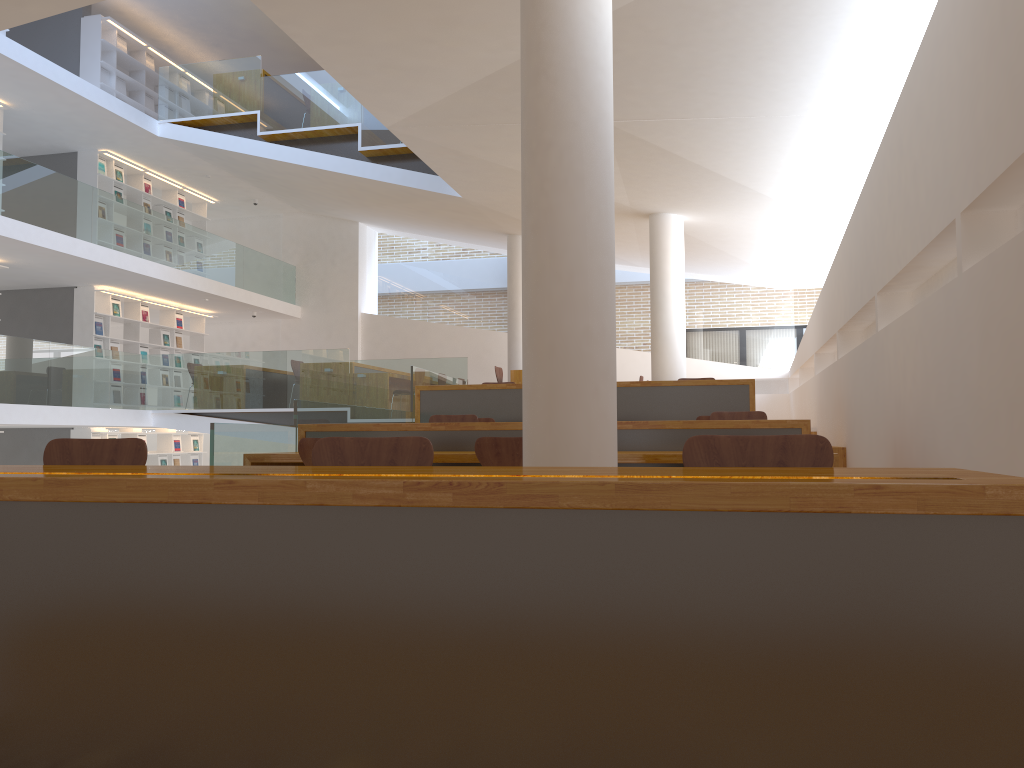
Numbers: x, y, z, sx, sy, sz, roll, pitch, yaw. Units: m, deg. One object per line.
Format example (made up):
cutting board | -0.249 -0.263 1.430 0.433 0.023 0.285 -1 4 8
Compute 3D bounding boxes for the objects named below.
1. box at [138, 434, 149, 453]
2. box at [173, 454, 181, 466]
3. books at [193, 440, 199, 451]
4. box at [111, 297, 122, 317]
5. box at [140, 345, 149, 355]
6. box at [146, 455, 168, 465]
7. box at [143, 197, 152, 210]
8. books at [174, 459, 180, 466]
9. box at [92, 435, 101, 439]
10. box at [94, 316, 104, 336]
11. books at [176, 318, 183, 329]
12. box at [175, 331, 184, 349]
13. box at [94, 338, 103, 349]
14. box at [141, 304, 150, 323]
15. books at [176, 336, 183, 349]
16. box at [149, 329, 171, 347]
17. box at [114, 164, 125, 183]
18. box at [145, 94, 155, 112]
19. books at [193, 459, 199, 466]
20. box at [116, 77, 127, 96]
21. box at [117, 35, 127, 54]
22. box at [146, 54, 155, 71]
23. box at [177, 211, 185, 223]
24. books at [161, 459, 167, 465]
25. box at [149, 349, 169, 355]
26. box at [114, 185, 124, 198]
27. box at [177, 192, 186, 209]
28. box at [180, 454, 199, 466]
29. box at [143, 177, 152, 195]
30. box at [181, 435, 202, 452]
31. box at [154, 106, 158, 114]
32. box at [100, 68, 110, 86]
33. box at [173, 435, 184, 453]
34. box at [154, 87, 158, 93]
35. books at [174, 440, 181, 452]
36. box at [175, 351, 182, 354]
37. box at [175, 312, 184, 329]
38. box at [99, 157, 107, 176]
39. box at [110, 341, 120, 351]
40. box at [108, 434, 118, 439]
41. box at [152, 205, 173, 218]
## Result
box | -5.914 0.945 13.981 0.274 0.296 0.245 -1 -4 14
box | -5.697 1.327 14.855 0.274 0.296 0.245 -1 -4 14
books | -5.474 1.069 15.361 0.037 0.210 0.145 -1 -4 14
box | -6.086 -1.150 13.448 0.274 0.296 0.245 -1 -4 14
box | -5.918 -0.454 14.087 0.274 0.296 0.245 -1 -4 14
box | -5.783 1.307 14.504 0.274 0.296 0.245 -1 -4 14
box | -5.933 -2.825 14.214 0.274 0.296 0.245 -1 -4 14
books | -5.599 1.358 14.821 0.037 0.210 0.145 -1 -4 14
box | -6.164 0.888 12.961 0.274 0.296 0.245 -1 -4 14
box | -6.174 -0.844 13.059 0.274 0.296 0.245 -1 -4 14
books | -5.610 -1.004 14.965 0.037 0.210 0.145 -1 -4 14
box | -5.707 -0.730 14.980 0.274 0.296 0.245 -1 -4 14
box | -6.171 -0.516 13.045 0.274 0.296 0.245 -1 -4 14
box | -5.924 -1.112 14.105 0.274 0.296 0.245 -1 -4 14
books | -5.609 -0.690 14.946 0.037 0.210 0.145 -1 -4 14
box | -5.792 -0.750 14.629 0.274 0.296 0.245 -1 -4 14
box | -6.096 -3.193 13.572 0.274 0.296 0.245 -1 -4 14
box | -5.937 -4.508 14.334 0.274 0.296 0.245 -1 -4 14
books | -5.469 1.405 15.340 0.037 0.210 0.145 -1 -4 14
box | -6.102 -4.549 13.656 0.274 0.296 0.245 -1 -4 14
box | -6.105 -5.204 13.694 0.274 0.296 0.245 -1 -4 14
box | -5.943 -5.166 14.352 0.274 0.296 0.245 -1 -4 14
box | -5.717 -2.773 15.104 0.274 0.296 0.245 -1 -4 14
books | -5.682 1.337 14.481 0.037 0.210 0.145 -1 -4 14
box | -5.791 -0.423 14.609 0.274 0.296 0.245 -1 -4 14
box | -6.094 -2.867 13.554 0.274 0.296 0.245 -1 -4 14
box | -5.718 -3.100 15.124 0.274 0.296 0.245 -1 -4 14
box | -5.573 1.357 15.365 0.274 0.296 0.245 -1 -4 14
box | -5.934 -3.155 14.229 0.274 0.296 0.245 -1 -4 14
box | -5.575 1.029 15.385 0.274 0.296 0.245 -1 -4 14
box | -5.810 -4.477 14.855 0.274 0.296 0.245 -1 -4 14
box | -6.191 -4.570 13.291 0.274 0.296 0.245 -1 -4 14
box | -5.699 1.000 14.875 0.274 0.296 0.245 -1 -4 14
box | -5.812 -4.805 14.875 0.274 0.296 0.245 -1 -4 14
books | -5.601 1.044 14.840 0.037 0.210 0.145 -1 -4 14
box | -5.708 -0.402 14.951 0.274 0.296 0.245 -1 -4 14
box | -5.709 -1.057 15.000 0.274 0.296 0.245 -1 -4 14
box | -6.190 -3.216 13.187 0.274 0.296 0.245 -1 -4 14
box | -6.083 -0.494 13.410 0.274 0.296 0.245 -1 -4 14
box | -6.076 0.907 13.323 0.274 0.296 0.245 -1 -4 14
box | -5.801 -2.793 14.759 0.274 0.296 0.245 -1 -4 14
